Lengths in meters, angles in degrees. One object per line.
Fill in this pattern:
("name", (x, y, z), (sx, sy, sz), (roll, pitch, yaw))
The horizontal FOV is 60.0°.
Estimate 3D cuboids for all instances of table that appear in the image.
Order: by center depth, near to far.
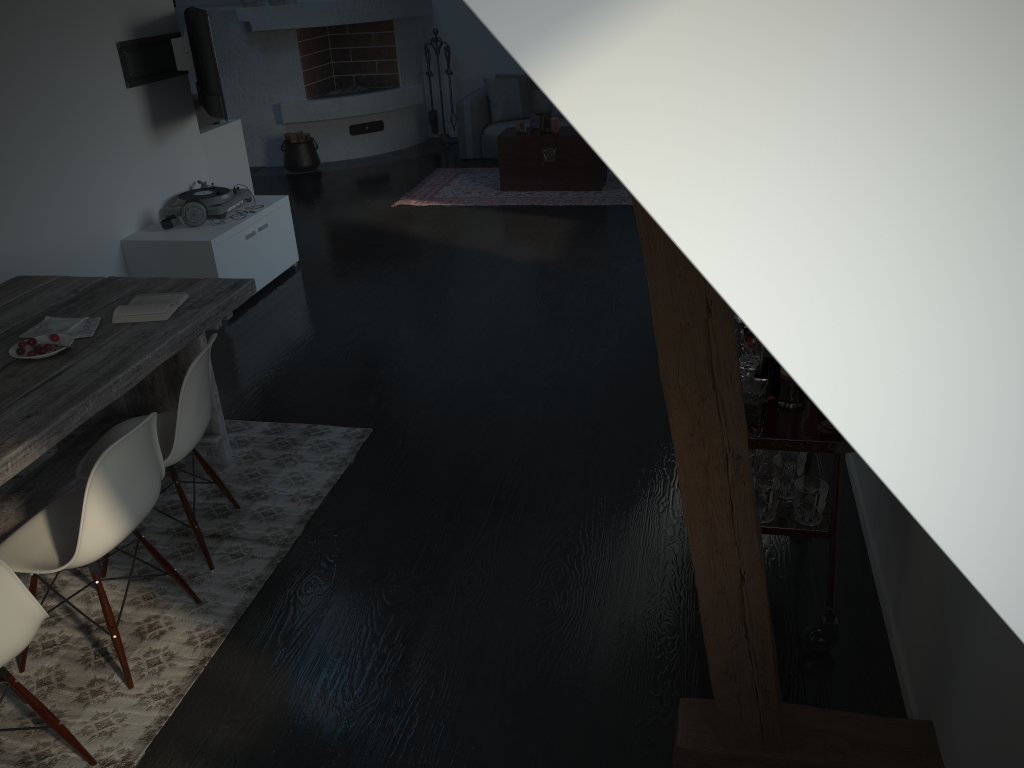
("table", (-1.844, 0.413, 2.901), (1.141, 0.788, 2.421), (2, 26, 12))
("table", (0.372, -2.032, 7.995), (0.962, 0.492, 0.471), (2, 26, 12))

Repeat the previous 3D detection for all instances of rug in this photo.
("rug", (-1.831, 0.750, 3.088), (1.898, 0.022, 2.677), (2, 26, 12))
("rug", (0.362, -1.827, 8.124), (2.647, 0.029, 1.512), (2, 26, 12))

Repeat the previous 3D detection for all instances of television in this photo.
("television", (-2.201, -2.023, 5.658), (0.537, 0.652, 1.005), (-13, 27, -19))

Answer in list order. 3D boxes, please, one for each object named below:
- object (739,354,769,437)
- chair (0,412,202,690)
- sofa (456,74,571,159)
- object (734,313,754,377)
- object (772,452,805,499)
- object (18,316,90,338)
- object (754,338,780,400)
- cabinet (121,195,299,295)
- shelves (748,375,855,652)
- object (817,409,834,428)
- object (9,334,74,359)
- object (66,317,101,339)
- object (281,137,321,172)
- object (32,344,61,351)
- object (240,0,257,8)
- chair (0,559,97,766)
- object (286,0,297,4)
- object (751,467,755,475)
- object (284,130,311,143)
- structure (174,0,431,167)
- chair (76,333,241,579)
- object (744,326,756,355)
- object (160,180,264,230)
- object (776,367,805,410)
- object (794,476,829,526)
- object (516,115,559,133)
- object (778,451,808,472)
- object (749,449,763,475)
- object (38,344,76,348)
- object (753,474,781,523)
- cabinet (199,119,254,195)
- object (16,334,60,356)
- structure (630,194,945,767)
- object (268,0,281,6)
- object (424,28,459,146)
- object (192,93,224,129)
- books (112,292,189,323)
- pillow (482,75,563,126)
("object", (0.638, 0.026, 2.410), (0.101, 0.211, 0.101), (10, 29, 25))
("chair", (-1.280, 0.463, 2.709), (0.542, 0.801, 0.465), (3, 27, 13))
("sofa", (0.716, -2.904, 9.439), (2.458, 0.770, 1.107), (2, 26, 12))
("object", (0.681, -0.140, 2.658), (0.114, 0.292, 0.114), (-10, 27, -13))
("object", (0.830, 0.280, 2.675), (0.095, 0.119, 0.095), (-15, 28, -22))
("object", (-1.678, -0.211, 3.250), (0.182, 0.016, 0.179), (0, 26, 7))
("object", (0.747, -0.106, 2.564), (0.081, 0.307, 0.081), (5, 27, 17))
("cabinet", (-1.934, -0.862, 5.864), (0.623, 0.507, 1.069), (2, 26, 12))
("shelves", (0.826, 0.313, 2.826), (0.438, 0.732, 0.803), (1, 26, 9))
("object", (0.881, -0.033, 2.395), (0.081, 0.308, 0.081), (-1, 26, 5))
("object", (-1.618, -0.123, 3.055), (0.205, 0.024, 0.205), (-1, 26, 5))
("object", (-1.600, -0.199, 3.219), (0.182, 0.014, 0.185), (-9, 26, -11))
("object", (-2.226, -2.416, 9.346), (0.384, 0.313, 0.384), (16, 32, 35))
("object", (-1.601, -0.127, 3.051), (0.110, 0.011, 0.058), (4, 27, 16))
("object", (-2.646, -3.913, 8.878), (0.203, 0.314, 0.203), (-5, 26, -2))
("chair", (-1.402, 0.716, 2.204), (0.542, 0.801, 0.465), (16, 32, 35))
("object", (-2.199, -3.880, 8.902), (0.161, 0.114, 0.064), (4, 27, 14))
("object", (0.682, 0.304, 2.669), (0.092, 0.099, 0.092), (-7, 26, -8))
("object", (-2.247, -2.483, 9.297), (0.240, 0.370, 0.270), (2, 26, 12))
("structure", (-2.498, -5.074, 9.842), (3.058, 4.752, 3.049), (6, 28, 20))
("chair", (-1.262, 0.232, 3.183), (0.542, 0.801, 0.465), (-4, 26, -1))
("object", (0.779, -0.106, 2.803), (0.245, 0.092, 0.151), (18, 33, 37))
("object", (-1.952, -1.175, 5.749), (0.558, 0.162, 0.742), (1, 26, 10))
("object", (0.796, -0.088, 2.491), (0.080, 0.329, 0.080), (-2, 26, 4))
("object", (0.854, 0.340, 2.548), (0.095, 0.119, 0.095), (-15, 28, -22))
("object", (0.250, -2.330, 7.917), (0.413, 0.138, 0.215), (8, 28, 22))
("object", (0.877, 0.228, 2.775), (0.095, 0.119, 0.095), (-15, 28, -22))
("object", (0.724, 0.253, 2.743), (0.095, 0.119, 0.095), (-15, 28, -22))
("object", (-1.563, -0.133, 3.045), (0.194, 0.022, 0.019), (10, 29, 26))
("object", (0.727, 0.336, 2.573), (0.095, 0.119, 0.095), (-15, 28, -22))
("cabinet", (-2.508, -1.472, 6.721), (0.869, 0.921, 0.638), (2, 26, 12))
("object", (-1.633, -0.130, 3.044), (0.132, 0.034, 0.144), (-10, 27, -13))
("structure", (1.071, -0.666, 3.435), (1.023, 1.963, 12.350), (2, 26, 12))
("object", (-2.385, -3.900, 8.861), (0.158, 0.274, 0.158), (-22, 31, -33))
("object", (-0.811, -3.367, 10.054), (0.376, 1.245, 0.376), (-6, 26, -6))
("object", (-2.379, -1.949, 6.388), (0.435, 0.211, 0.496), (2, 26, 12))
("books", (-1.374, -0.301, 3.372), (0.202, 0.042, 0.251), (-3, 26, 1))
("pillow", (0.705, -3.019, 9.273), (2.075, 0.515, 0.444), (2, 26, 12))
